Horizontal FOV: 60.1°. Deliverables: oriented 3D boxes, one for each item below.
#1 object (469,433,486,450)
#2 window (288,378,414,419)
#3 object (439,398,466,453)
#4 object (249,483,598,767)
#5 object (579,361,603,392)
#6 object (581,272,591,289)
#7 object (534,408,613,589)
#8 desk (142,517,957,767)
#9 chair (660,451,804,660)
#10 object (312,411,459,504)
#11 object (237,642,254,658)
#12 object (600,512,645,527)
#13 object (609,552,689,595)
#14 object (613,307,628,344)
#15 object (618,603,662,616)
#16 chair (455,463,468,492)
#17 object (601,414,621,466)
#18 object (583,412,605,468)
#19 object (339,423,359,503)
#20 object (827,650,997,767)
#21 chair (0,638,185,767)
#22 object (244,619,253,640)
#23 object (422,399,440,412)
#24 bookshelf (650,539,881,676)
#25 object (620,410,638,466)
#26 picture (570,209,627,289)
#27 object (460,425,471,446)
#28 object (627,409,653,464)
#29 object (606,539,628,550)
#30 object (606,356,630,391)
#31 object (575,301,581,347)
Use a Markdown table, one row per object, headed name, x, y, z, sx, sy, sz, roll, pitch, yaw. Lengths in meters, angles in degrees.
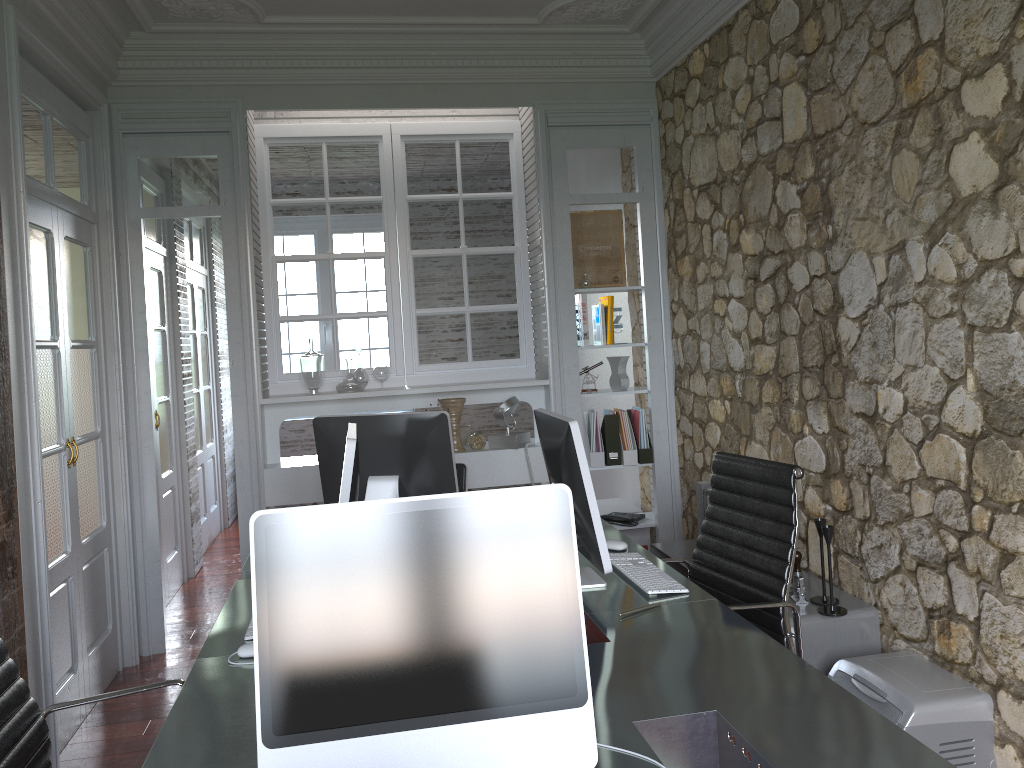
| name | x | y | z | sx | sy | sz | roll | pitch | yaw |
| --- | --- | --- | --- | --- | --- | --- | --- | --- | --- |
| object | -0.185 | 0.305 | 4.724 | 0.093 | 0.087 | 0.091 | -3 | 2 | 26 |
| window | -1.734 | -0.601 | 8.307 | 1.540 | 1.939 | 0.127 | -4 | 0 | -10 |
| object | -0.308 | 0.218 | 4.699 | 0.143 | 0.278 | 0.143 | -3 | 1 | 4 |
| object | -0.132 | 0.411 | 1.332 | 0.484 | 0.485 | 0.189 | -4 | 0 | -10 |
| object | 0.409 | -0.040 | 4.832 | 0.177 | 0.161 | 0.093 | -3 | 1 | 18 |
| object | 0.399 | -0.560 | 4.786 | 0.056 | 0.090 | 0.056 | -3 | 1 | -7 |
| object | 0.143 | 0.327 | 2.563 | 0.190 | 0.485 | 0.484 | -3 | 1 | -10 |
| desk | -0.083 | 0.968 | 2.197 | 1.301 | 0.727 | 2.509 | -4 | 3 | -10 |
| chair | 0.538 | 0.764 | 2.663 | 0.699 | 1.023 | 0.665 | -4 | 1 | -14 |
| object | -0.424 | 0.339 | 2.946 | 0.483 | 0.485 | 0.190 | -3 | 0 | 15 |
| object | -0.595 | 0.625 | 2.097 | 0.106 | 0.028 | 0.059 | -4 | 3 | -11 |
| object | 0.603 | 0.746 | 4.947 | 0.293 | 0.040 | 0.238 | -1 | 4 | 36 |
| object | 0.380 | 0.546 | 2.577 | 0.118 | 0.017 | 0.439 | -4 | 3 | -10 |
| object | 0.585 | -0.348 | 4.950 | 0.078 | 0.249 | 0.115 | -3 | 0 | -10 |
| object | 0.328 | 0.571 | 2.247 | 0.149 | 0.011 | 0.011 | -5 | 2 | -34 |
| chair | -0.459 | 0.824 | 3.595 | 0.474 | 0.919 | 0.602 | -3 | 1 | 20 |
| object | 0.537 | 0.297 | 4.908 | 0.078 | 0.278 | 0.245 | -3 | 1 | -5 |
| object | 0.450 | 0.304 | 4.879 | 0.078 | 0.278 | 0.239 | -3 | 1 | -2 |
| object | -0.436 | 0.368 | 2.434 | 0.190 | 0.485 | 0.484 | -3 | 1 | -10 |
| object | 1.141 | 1.048 | 2.631 | 0.363 | 0.387 | 0.400 | -4 | 2 | -10 |
| chair | -0.837 | 0.892 | 1.769 | 0.699 | 1.023 | 0.665 | -4 | 1 | -16 |
| object | -0.645 | 0.616 | 2.421 | 0.118 | 0.017 | 0.439 | -4 | 3 | -10 |
| object | -0.409 | 0.223 | 4.631 | 0.128 | 0.287 | 0.128 | -4 | 1 | -43 |
| bookshelf | 0.931 | 0.976 | 3.535 | 0.436 | 0.459 | 1.195 | -4 | 3 | -10 |
| object | 0.624 | 0.293 | 4.886 | 0.078 | 0.278 | 0.239 | -3 | 1 | -4 |
| picture | 0.464 | -0.741 | 4.886 | 0.326 | 0.435 | 0.009 | -4 | 0 | -10 |
| object | -0.314 | 0.268 | 4.950 | 0.160 | 0.153 | 0.216 | -4 | 2 | -25 |
| object | 0.709 | 0.287 | 4.917 | 0.078 | 0.278 | 0.239 | -3 | 1 | -6 |
| object | 0.329 | 0.525 | 2.901 | 0.106 | 0.028 | 0.059 | -1 | 4 | 41 |
| object | 0.591 | -0.057 | 4.892 | 0.063 | 0.188 | 0.126 | -4 | 1 | -37 |
| object | 0.322 | -0.330 | 4.902 | 0.078 | 0.249 | 0.115 | -3 | 0 | -10 |
